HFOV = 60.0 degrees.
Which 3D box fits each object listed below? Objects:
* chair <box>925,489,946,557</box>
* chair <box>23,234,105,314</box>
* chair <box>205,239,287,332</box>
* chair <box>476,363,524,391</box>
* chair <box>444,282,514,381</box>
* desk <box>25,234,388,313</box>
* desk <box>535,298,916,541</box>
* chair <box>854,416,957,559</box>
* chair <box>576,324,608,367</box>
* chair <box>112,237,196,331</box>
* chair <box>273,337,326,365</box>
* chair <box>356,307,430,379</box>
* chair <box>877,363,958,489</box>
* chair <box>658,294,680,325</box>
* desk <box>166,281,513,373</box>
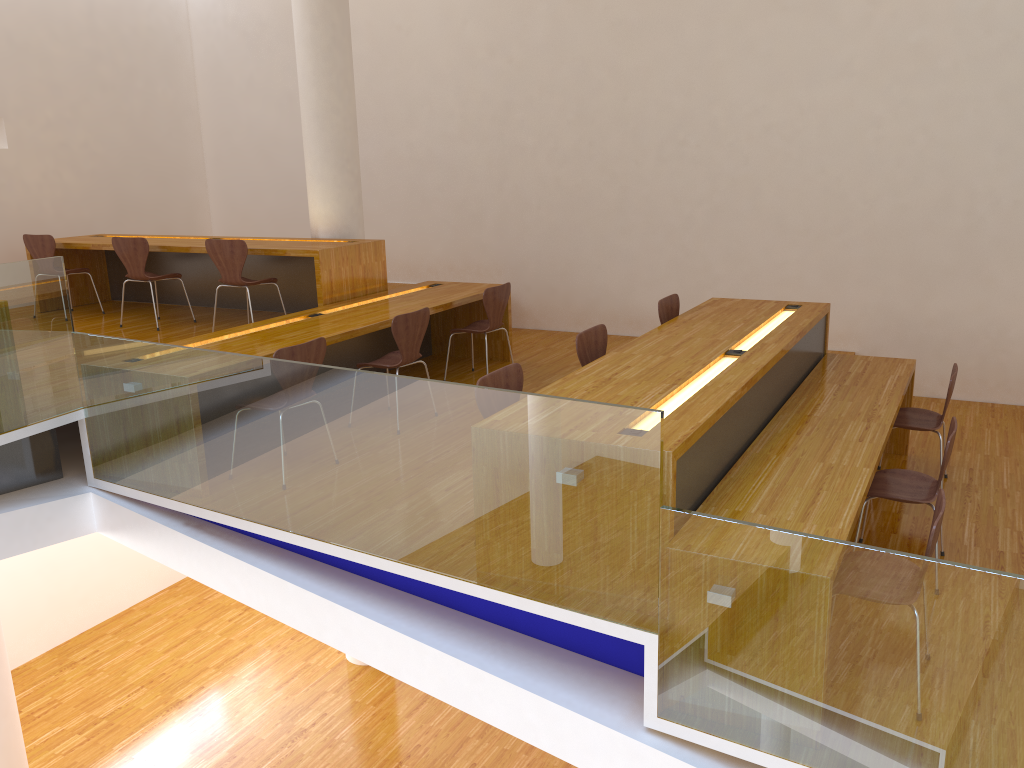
[{"bbox_3d":[1.299,0.724,3.155,0.381,0.693,0.428,6,16,27],"label":"chair"},{"bbox_3d":[-3.723,-0.905,7.349,0.428,0.693,0.381,6,16,27],"label":"chair"},{"bbox_3d":[-1.896,-0.704,6.353,0.428,0.693,0.381,6,16,27],"label":"chair"},{"bbox_3d":[0.105,0.295,3.696,0.381,0.693,0.428,6,16,27],"label":"chair"},{"bbox_3d":[-0.238,-0.371,6.350,0.381,0.693,0.428,6,16,27],"label":"chair"},{"bbox_3d":[-2.532,-0.852,7.162,3.185,0.606,0.760,6,16,27],"label":"desk"},{"bbox_3d":[1.169,0.294,4.407,1.285,0.918,3.236,6,16,27],"label":"desk"},{"bbox_3d":[1.755,0.500,3.983,0.381,0.693,0.428,6,16,27],"label":"chair"},{"bbox_3d":[0.561,0.071,4.524,0.381,0.693,0.428,6,16,27],"label":"chair"},{"bbox_3d":[-2.754,-0.794,6.801,0.428,0.693,0.381,6,16,27],"label":"chair"},{"bbox_3d":[-1.185,0.115,4.550,0.381,0.693,0.428,6,16,27],"label":"chair"},{"bbox_3d":[-0.729,-0.109,5.378,0.381,0.693,0.428,6,16,27],"label":"chair"},{"bbox_3d":[2.246,0.238,4.954,0.381,0.693,0.428,6,16,27],"label":"chair"},{"bbox_3d":[1.119,-0.183,5.460,0.381,0.693,0.428,6,16,27],"label":"chair"},{"bbox_3d":[-1.084,-0.144,5.752,0.760,0.606,3.185,6,16,27],"label":"desk"}]
